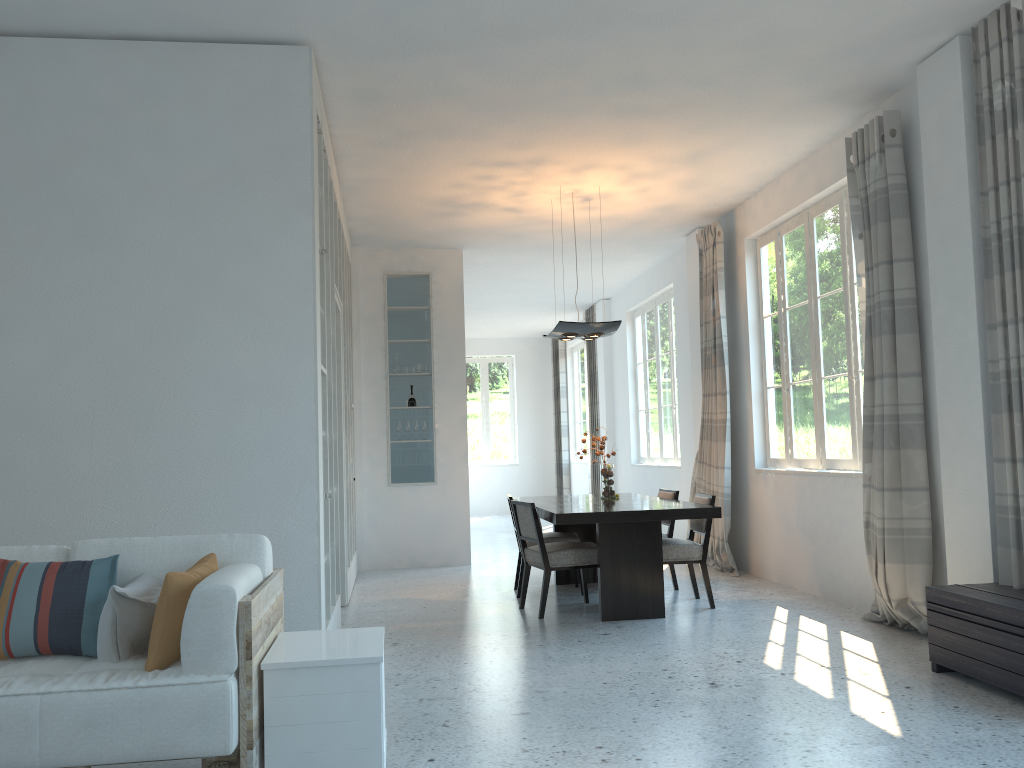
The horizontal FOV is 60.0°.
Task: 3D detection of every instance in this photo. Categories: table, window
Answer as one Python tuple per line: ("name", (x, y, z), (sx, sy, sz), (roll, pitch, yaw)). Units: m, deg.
("table", (0.677, 1.258, 6.712), (1.086, 0.735, 2.201), (-1, -4, -8))
("window", (2.294, -0.343, 6.694), (0.042, 2.007, 1.984), (-1, -4, -8))
("window", (1.764, -0.029, 10.614), (0.042, 2.007, 1.984), (-1, -4, -8))
("table", (2.356, 1.156, 3.932), (0.523, 0.415, 0.926), (-1, -4, -8))
("window", (-1.261, -6.366, 3.714), (51.781, 14.319, 51.824), (-2, -4, 3))
("window", (1.218, 0.285, 14.533), (0.073, 2.007, 1.984), (-1, -4, -8))

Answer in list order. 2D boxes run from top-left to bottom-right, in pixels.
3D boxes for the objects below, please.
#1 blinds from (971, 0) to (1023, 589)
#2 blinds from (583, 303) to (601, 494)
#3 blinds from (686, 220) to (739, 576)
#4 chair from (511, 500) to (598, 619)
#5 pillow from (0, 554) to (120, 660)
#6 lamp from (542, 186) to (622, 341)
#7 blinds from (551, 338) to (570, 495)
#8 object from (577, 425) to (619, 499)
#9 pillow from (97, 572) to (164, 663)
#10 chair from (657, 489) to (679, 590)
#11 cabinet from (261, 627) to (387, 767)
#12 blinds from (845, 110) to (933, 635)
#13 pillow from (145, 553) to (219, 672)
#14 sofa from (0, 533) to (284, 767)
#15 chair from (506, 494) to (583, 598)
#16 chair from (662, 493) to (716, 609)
("blinds", (2.447, -0.268, 4.112), (0.132, 3.259, 0.722), (-1, -4, -9))
("blinds", (1.247, 0.471, 13.105), (0.140, 3.228, 0.777), (-1, -4, -8))
("blinds", (1.817, 0.137, 8.341), (0.174, 3.130, 1.356), (-1, -4, -7))
("chair", (0.341, 1.211, 6.277), (0.570, 0.782, 0.480), (-1, -4, -18))
("pillow", (-1.607, 0.775, 3.078), (0.489, 0.349, 0.197), (-1, -4, -10))
("lamp", (0.535, -0.978, 7.232), (0.530, 1.221, 0.797), (-1, -4, -8))
("blinds", (0.874, 0.692, 15.867), (0.140, 3.228, 0.777), (-1, -4, -8))
("object", (0.704, 0.631, 7.255), (0.317, 0.600, 0.542), (1, -5, -37))
("pillow", (-1.271, 0.835, 3.028), (0.237, 0.354, 0.483), (-1, -4, -12))
("chair", (1.031, 1.261, 7.203), (0.570, 0.782, 0.480), (-1, -4, -8))
("cabinet", (-0.626, 1.136, 3.037), (0.380, 0.486, 0.503), (-1, -4, -8))
("blinds", (2.266, -0.059, 5.406), (0.359, 3.050, 0.846), (-2, -4, -3))
("pillow", (-1.106, 0.768, 3.008), (0.200, 0.339, 0.463), (-1, -4, -14))
("sofa", (-1.920, 0.980, 2.893), (2.194, 0.853, 0.872), (-1, -4, -8))
("chair", (0.260, 1.276, 7.101), (0.570, 0.782, 0.480), (-2, -4, -3))
("chair", (1.144, 1.195, 6.387), (0.570, 0.782, 0.480), (-2, -4, -3))
